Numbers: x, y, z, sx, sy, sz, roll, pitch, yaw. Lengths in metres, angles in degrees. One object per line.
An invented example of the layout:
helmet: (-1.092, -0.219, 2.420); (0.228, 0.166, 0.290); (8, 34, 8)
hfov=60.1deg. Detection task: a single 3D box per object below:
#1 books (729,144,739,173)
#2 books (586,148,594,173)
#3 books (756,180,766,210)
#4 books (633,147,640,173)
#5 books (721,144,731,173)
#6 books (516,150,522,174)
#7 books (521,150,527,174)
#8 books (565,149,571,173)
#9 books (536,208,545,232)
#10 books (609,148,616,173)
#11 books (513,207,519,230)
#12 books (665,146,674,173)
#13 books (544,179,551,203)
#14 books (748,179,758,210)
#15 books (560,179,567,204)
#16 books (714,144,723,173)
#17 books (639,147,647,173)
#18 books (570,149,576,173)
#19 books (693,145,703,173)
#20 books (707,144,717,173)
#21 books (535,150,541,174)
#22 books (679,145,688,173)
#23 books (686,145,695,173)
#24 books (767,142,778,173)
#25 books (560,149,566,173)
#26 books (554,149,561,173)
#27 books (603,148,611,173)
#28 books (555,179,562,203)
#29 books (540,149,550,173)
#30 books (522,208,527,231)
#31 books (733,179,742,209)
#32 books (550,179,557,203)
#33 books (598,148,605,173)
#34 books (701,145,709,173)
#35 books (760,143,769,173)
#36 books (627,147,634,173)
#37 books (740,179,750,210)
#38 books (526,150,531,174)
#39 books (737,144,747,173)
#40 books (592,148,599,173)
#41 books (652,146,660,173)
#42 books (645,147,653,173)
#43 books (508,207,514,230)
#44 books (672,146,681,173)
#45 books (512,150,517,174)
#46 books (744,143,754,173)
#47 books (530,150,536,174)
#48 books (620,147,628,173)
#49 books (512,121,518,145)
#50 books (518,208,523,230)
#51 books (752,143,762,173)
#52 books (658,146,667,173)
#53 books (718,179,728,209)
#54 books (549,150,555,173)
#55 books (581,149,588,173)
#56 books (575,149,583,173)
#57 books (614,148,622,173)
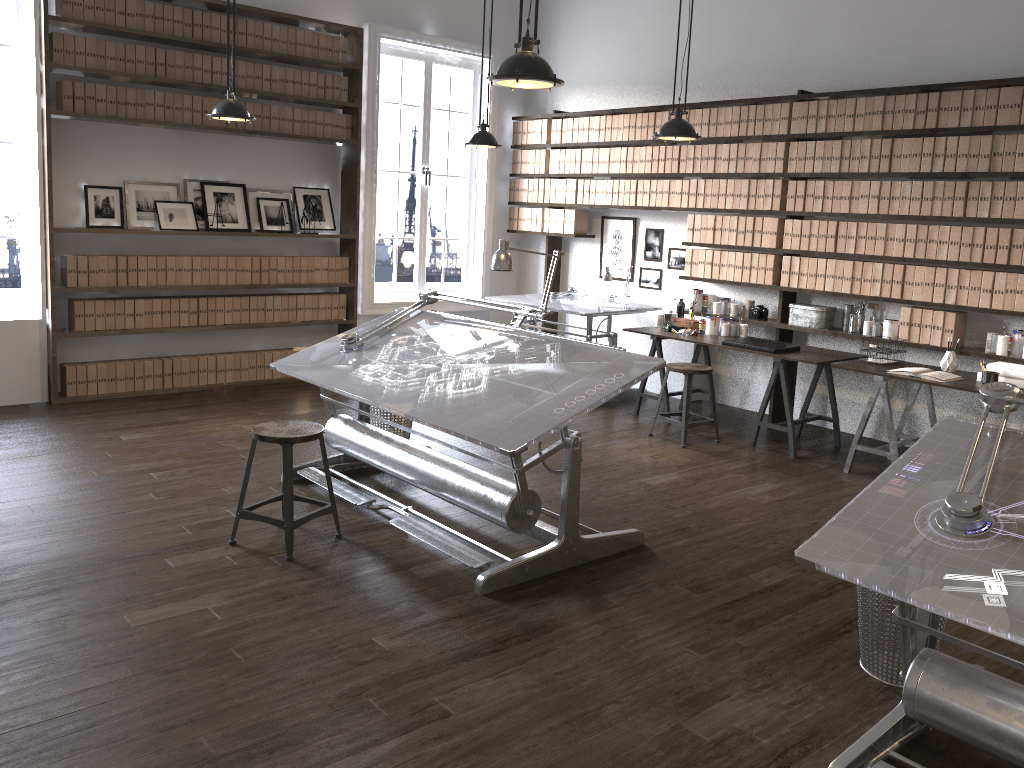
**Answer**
books: (1.751, -1.725, 6.805); (0.175, 0.224, 0.067); (-5, 11, -40)
books: (0.758, -1.995, 7.959); (0.175, 0.224, 0.067); (-5, 11, -40)
books: (1.914, -1.415, 6.645); (0.175, 0.224, 0.067); (-5, 11, -40)
books: (1.118, -1.899, 7.548); (0.175, 0.224, 0.067); (-5, 11, -40)
books: (1.705, -1.738, 6.861); (0.175, 0.224, 0.067); (-5, 11, -40)
books: (0.131, -2.171, 8.685); (0.175, 0.224, 0.067); (-5, 11, -40)
books: (0.180, -2.159, 8.632); (0.175, 0.224, 0.067); (-5, 11, -40)
books: (0.575, -2.046, 8.175); (0.175, 0.224, 0.067); (-5, 11, -40)
books: (0.325, -1.571, 8.509); (0.175, 0.224, 0.067); (-5, 11, -40)
books: (0.939, -1.947, 7.753); (0.175, 0.224, 0.067); (-5, 11, -40)
books: (0.099, -1.632, 8.768); (0.175, 0.224, 0.067); (-5, 11, -40)
books: (1.347, -1.836, 7.282); (0.175, 0.224, 0.067); (-5, 11, -40)
books: (0.399, -1.826, 8.395); (0.175, 0.224, 0.067); (-5, 11, -40)
books: (1.868, -1.428, 6.698); (0.175, 0.224, 0.067); (-5, 11, -40)
books: (0.540, -1.789, 8.240); (0.175, 0.224, 0.067); (-5, 11, -40)
books: (1.666, -1.749, 6.909); (0.175, 0.224, 0.067); (-5, 11, -40)
books: (1.160, -1.886, 7.493); (0.175, 0.224, 0.067); (-5, 11, -40)
books: (0.619, -2.034, 8.127); (0.175, 0.224, 0.067); (-5, 11, -40)
books: (1.534, -1.785, 7.064); (0.175, 0.224, 0.067); (-5, 11, -40)
books: (1.619, -1.760, 6.956); (0.175, 0.224, 0.067); (-5, 11, -40)
books: (0.309, -2.124, 8.486); (0.175, 0.224, 0.067); (-5, 11, -40)
books: (1.443, -1.810, 7.171); (0.175, 0.224, 0.067); (-5, 11, -40)
books: (1.485, -1.797, 7.114); (0.175, 0.224, 0.067); (-5, 11, -40)
books: (1.972, -1.665, 6.551); (0.175, 0.224, 0.067); (-5, 11, -40)
books: (0.531, -2.056, 8.219); (0.175, 0.224, 0.067); (-5, 11, -40)
books: (0.484, -2.069, 8.274); (0.175, 0.224, 0.067); (-5, 11, -40)
books: (0.892, -1.958, 7.801); (0.175, 0.224, 0.067); (-5, 11, -40)
books: (0.496, -1.801, 8.293); (0.175, 0.224, 0.067); (-5, 11, -40)
books: (0.355, -2.112, 8.433); (0.175, 0.224, 0.067); (-5, 11, -40)
books: (0.192, -1.608, 8.666); (0.175, 0.224, 0.067); (-5, 11, -40)
books: (1.781, -1.451, 6.798); (0.175, 0.224, 0.067); (-5, 11, -40)
books: (0.448, -1.813, 8.343); (0.175, 0.224, 0.067); (-5, 11, -40)
books: (0.853, -1.971, 7.855); (0.175, 0.224, 0.067); (-5, 11, -40)
books: (1.580, -1.773, 7.010); (0.175, 0.224, 0.067); (-5, 11, -40)
books: (1.932, -1.676, 6.600); (0.175, 0.224, 0.067); (-5, 11, -40)
books: (1.072, -1.911, 7.599); (0.175, 0.224, 0.067); (-5, 11, -40)
books: (1.820, -1.439, 6.745); (0.175, 0.224, 0.067); (-5, 11, -40)
books: (0.221, -2.148, 8.586); (0.175, 0.224, 0.067); (-5, 11, -40)
books: (1.799, -1.713, 6.755); (0.175, 0.224, 0.067); (-5, 11, -40)
books: (0.807, -1.983, 7.908); (0.175, 0.224, 0.067); (-5, 11, -40)
books: (1.251, -1.860, 7.382); (0.175, 0.224, 0.067); (-5, 11, -40)
books: (1.205, -1.873, 7.437); (0.175, 0.224, 0.067); (-5, 11, -40)
books: (0.055, -1.646, 8.828); (0.175, 0.224, 0.067); (-5, 11, -40)
books: (1.390, -1.823, 7.223); (0.175, 0.224, 0.067); (-5, 11, -40)
books: (0.089, -2.184, 8.740); (0.175, 0.224, 0.067); (-5, 11, -40)
books: (1.846, -1.701, 6.704); (0.175, 0.224, 0.067); (-5, 11, -40)
books: (0.261, -2.136, 8.533); (0.175, 0.224, 0.067); (-5, 11, -40)
books: (1.023, -1.923, 7.650); (0.175, 0.224, 0.067); (-5, 11, -40)
books: (0.092, -2.457, 8.705); (0.175, 0.224, 0.067); (-5, 11, -40)
books: (0.151, -1.619, 8.716); (0.175, 0.224, 0.067); (-5, 11, -40)
books: (1.886, -1.688, 6.647); (0.175, 0.224, 0.067); (-5, 11, -40)
books: (1.296, -1.849, 7.338); (0.175, 0.224, 0.067); (-5, 11, -40)
books: (1.690, -1.475, 6.898); (0.175, 0.224, 0.067); (-5, 11, -40)
books: (0.440, -2.082, 8.330); (0.175, 0.224, 0.067); (-5, 11, -40)
books: (0.716, -2.008, 8.015); (0.175, 0.224, 0.067); (-5, 11, -40)
books: (0.663, -2.021, 8.068); (0.175, 0.224, 0.067); (-5, 11, -40)
books: (0.978, -1.936, 7.705); (0.175, 0.224, 0.067); (-5, 11, -40)
